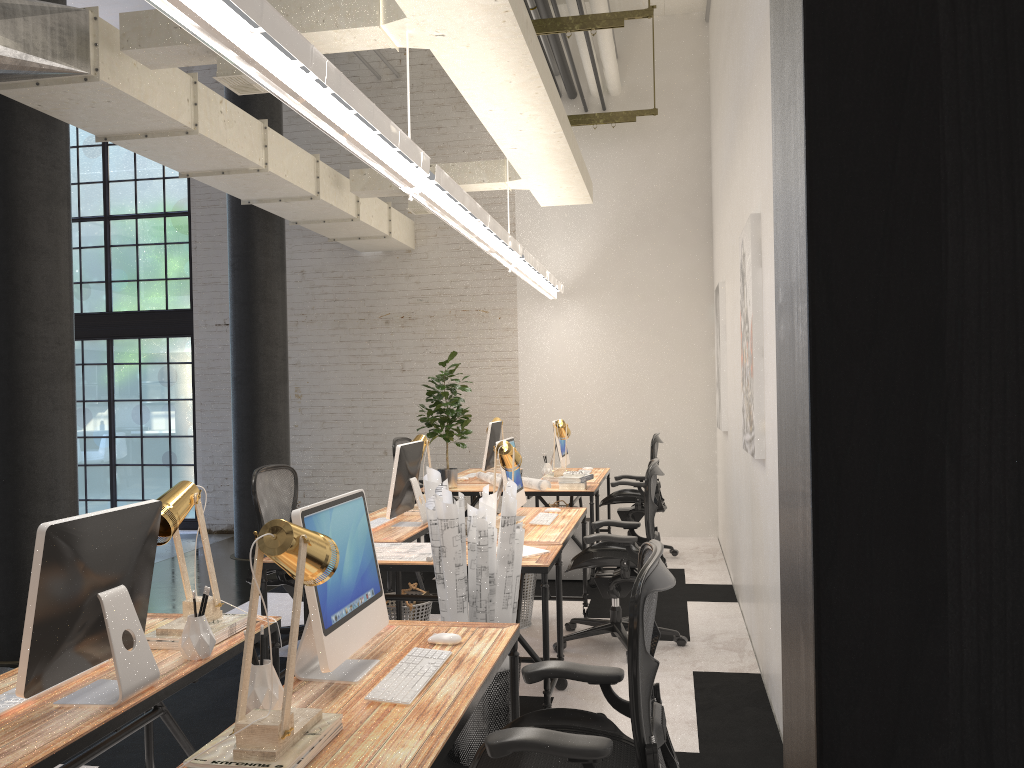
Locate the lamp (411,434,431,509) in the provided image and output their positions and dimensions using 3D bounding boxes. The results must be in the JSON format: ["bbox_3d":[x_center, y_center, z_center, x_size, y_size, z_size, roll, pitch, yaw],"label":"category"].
[{"bbox_3d":[-0.591,0.559,5.680,0.127,0.470,0.344,-1,0,10],"label":"lamp"}]

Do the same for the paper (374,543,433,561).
[{"bbox_3d":[-0.584,0.796,4.345,0.626,0.061,0.568,-1,0,8],"label":"paper"}]

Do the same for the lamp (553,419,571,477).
[{"bbox_3d":[0.417,0.531,7.465,0.126,0.470,0.344,-1,0,10],"label":"lamp"}]

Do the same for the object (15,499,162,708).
[{"bbox_3d":[-1.057,0.570,2.307,0.189,0.485,0.483,-1,0,10],"label":"object"}]

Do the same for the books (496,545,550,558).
[{"bbox_3d":[0.025,0.797,4.232,0.205,0.019,0.243,-1,-1,-43],"label":"books"}]

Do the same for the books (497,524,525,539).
[{"bbox_3d":[-0.061,0.792,4.777,0.225,0.038,0.309,-1,0,10],"label":"books"}]

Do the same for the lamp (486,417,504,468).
[{"bbox_3d":[-0.146,0.549,8.325,0.126,0.470,0.344,-1,0,10],"label":"lamp"}]

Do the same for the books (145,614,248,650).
[{"bbox_3d":[-1.014,0.796,2.866,0.225,0.038,0.309,-1,0,10],"label":"books"}]

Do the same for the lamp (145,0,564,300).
[{"bbox_3d":[-0.262,-2.238,5.142,0.226,2.864,7.301,-1,0,10],"label":"lamp"}]

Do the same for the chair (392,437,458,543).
[{"bbox_3d":[-0.765,1.015,7.966,0.792,1.086,0.770,-1,0,-6],"label":"chair"}]

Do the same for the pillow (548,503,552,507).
[{"bbox_3d":[0.376,1.331,8.331,0.119,0.406,0.239,-1,0,11],"label":"pillow"}]

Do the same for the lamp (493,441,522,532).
[{"bbox_3d":[-0.031,0.540,4.820,0.127,0.470,0.344,-1,0,10],"label":"lamp"}]

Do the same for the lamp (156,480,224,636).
[{"bbox_3d":[-1.056,0.545,2.820,0.126,0.470,0.344,-1,0,10],"label":"lamp"}]

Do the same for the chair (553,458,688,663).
[{"bbox_3d":[0.608,0.986,5.185,0.792,1.086,0.770,-1,0,-6],"label":"chair"}]

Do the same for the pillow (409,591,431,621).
[{"bbox_3d":[-0.518,1.343,4.825,0.119,0.406,0.239,-1,0,11],"label":"pillow"}]

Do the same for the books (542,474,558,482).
[{"bbox_3d":[0.385,0.782,7.422,0.225,0.038,0.309,-1,0,10],"label":"books"}]

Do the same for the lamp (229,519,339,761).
[{"bbox_3d":[-0.495,0.527,1.960,0.127,0.470,0.344,-1,0,10],"label":"lamp"}]

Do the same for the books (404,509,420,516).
[{"bbox_3d":[-0.550,0.809,5.726,0.225,0.038,0.309,-1,0,10],"label":"books"}]

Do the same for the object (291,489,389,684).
[{"bbox_3d":[-0.491,0.560,2.472,0.189,0.485,0.483,-1,0,10],"label":"object"}]

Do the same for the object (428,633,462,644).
[{"bbox_3d":[-0.208,0.783,2.731,0.106,0.029,0.059,-1,0,11],"label":"object"}]

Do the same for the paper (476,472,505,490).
[{"bbox_3d":[-0.150,0.769,7.119,0.083,0.082,1.134,-1,0,-15],"label":"paper"}]

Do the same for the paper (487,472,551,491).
[{"bbox_3d":[0.014,0.765,7.089,0.083,0.082,1.134,-1,0,-25],"label":"paper"}]

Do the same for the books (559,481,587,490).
[{"bbox_3d":[0.466,0.771,6.801,0.200,0.050,0.271,-1,0,7],"label":"books"}]

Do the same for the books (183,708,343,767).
[{"bbox_3d":[-0.525,0.778,1.917,0.225,0.038,0.309,-1,0,10],"label":"books"}]

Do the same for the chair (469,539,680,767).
[{"bbox_3d":[0.144,0.973,2.325,0.792,1.086,0.770,-1,0,-6],"label":"chair"}]

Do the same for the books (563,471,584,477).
[{"bbox_3d":[0.475,0.692,6.815,0.153,0.030,0.185,-1,0,8],"label":"books"}]

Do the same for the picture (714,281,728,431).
[{"bbox_3d":[1.737,-0.216,7.372,0.049,1.183,0.731,-1,0,10],"label":"picture"}]

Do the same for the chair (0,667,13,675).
[{"bbox_3d":[-1.675,1.011,2.461,0.792,1.086,0.770,-1,0,-6],"label":"chair"}]

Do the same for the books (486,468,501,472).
[{"bbox_3d":[-0.104,0.800,8.371,0.225,0.038,0.309,-1,0,10],"label":"books"}]

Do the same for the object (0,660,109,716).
[{"bbox_3d":[-1.267,0.808,2.374,0.118,0.017,0.439,-1,0,10],"label":"object"}]

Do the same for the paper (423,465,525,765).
[{"bbox_3d":[-0.151,0.930,3.682,0.412,1.198,0.440,-1,0,-12],"label":"paper"}]

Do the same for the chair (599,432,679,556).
[{"bbox_3d":[1.055,0.976,7.830,0.792,1.086,0.770,-1,0,-6],"label":"chair"}]

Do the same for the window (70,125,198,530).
[{"bbox_3d":[-4.678,-0.857,10.303,2.491,5.180,0.137,-1,0,10],"label":"window"}]

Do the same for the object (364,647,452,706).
[{"bbox_3d":[-0.272,0.788,2.410,0.118,0.017,0.439,-1,0,10],"label":"object"}]

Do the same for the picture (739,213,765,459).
[{"bbox_3d":[1.249,-0.228,4.630,0.049,1.183,0.731,-1,0,10],"label":"picture"}]

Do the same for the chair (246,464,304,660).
[{"bbox_3d":[-1.211,1.025,5.321,0.792,1.086,0.770,-1,0,-6],"label":"chair"}]

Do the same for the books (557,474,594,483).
[{"bbox_3d":[0.490,0.723,6.811,0.193,0.044,0.257,-1,0,27],"label":"books"}]
